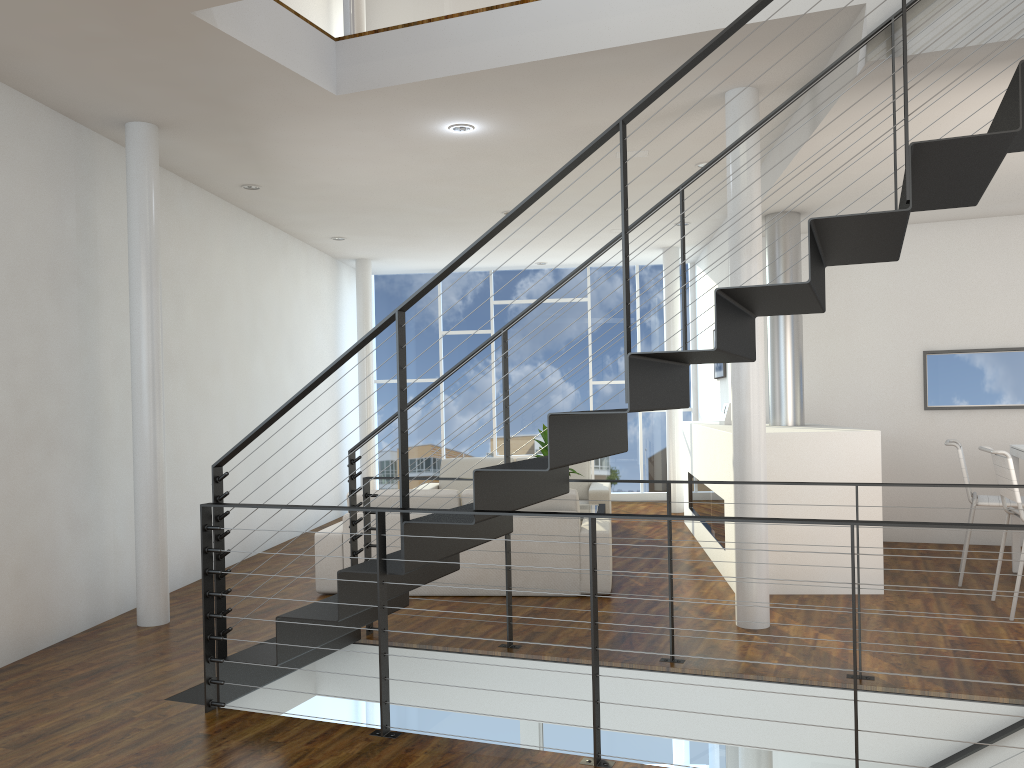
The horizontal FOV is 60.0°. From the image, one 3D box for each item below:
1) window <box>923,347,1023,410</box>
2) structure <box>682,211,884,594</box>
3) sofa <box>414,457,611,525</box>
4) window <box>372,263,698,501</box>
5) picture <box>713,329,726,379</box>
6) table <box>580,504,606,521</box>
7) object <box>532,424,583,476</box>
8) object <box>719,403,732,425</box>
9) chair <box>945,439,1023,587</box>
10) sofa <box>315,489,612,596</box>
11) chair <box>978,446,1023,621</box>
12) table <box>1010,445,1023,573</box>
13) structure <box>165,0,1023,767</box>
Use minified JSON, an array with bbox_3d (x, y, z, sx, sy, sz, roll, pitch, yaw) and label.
[{"bbox_3d":[3.799,-0.050,5.791,2.024,0.408,0.165,-2,0,22],"label":"window"},{"bbox_3d":[1.652,0.022,5.967,0.750,2.206,2.750,-1,-1,5],"label":"structure"},{"bbox_3d":[-0.005,0.894,7.243,1.611,0.565,0.802,-1,-1,7],"label":"sofa"},{"bbox_3d":[0.155,-1.569,9.177,3.415,5.635,0.090,-1,0,6],"label":"window"},{"bbox_3d":[1.690,-0.254,7.226,0.020,0.415,0.575,-1,-1,6],"label":"picture"},{"bbox_3d":[-0.159,1.020,6.173,1.608,0.284,0.661,-1,-1,7],"label":"table"},{"bbox_3d":[0.296,0.565,6.078,0.432,0.601,0.458,-1,0,-9],"label":"object"},{"bbox_3d":[1.479,0.206,6.129,0.061,0.151,0.100,-1,0,-8],"label":"object"},{"bbox_3d":[2.659,0.690,4.794,0.555,0.765,0.428,-1,0,27],"label":"chair"},{"bbox_3d":[-0.237,0.855,5.118,1.611,0.565,0.802,-1,-1,7],"label":"sofa"},{"bbox_3d":[2.510,0.679,4.116,0.555,0.765,0.428,-1,0,18],"label":"chair"},{"bbox_3d":[2.898,0.687,4.256,0.700,0.720,1.400,-1,-1,22],"label":"table"},{"bbox_3d":[0.954,0.595,2.791,4.362,6.298,1.093,-1,0,22],"label":"structure"}]
